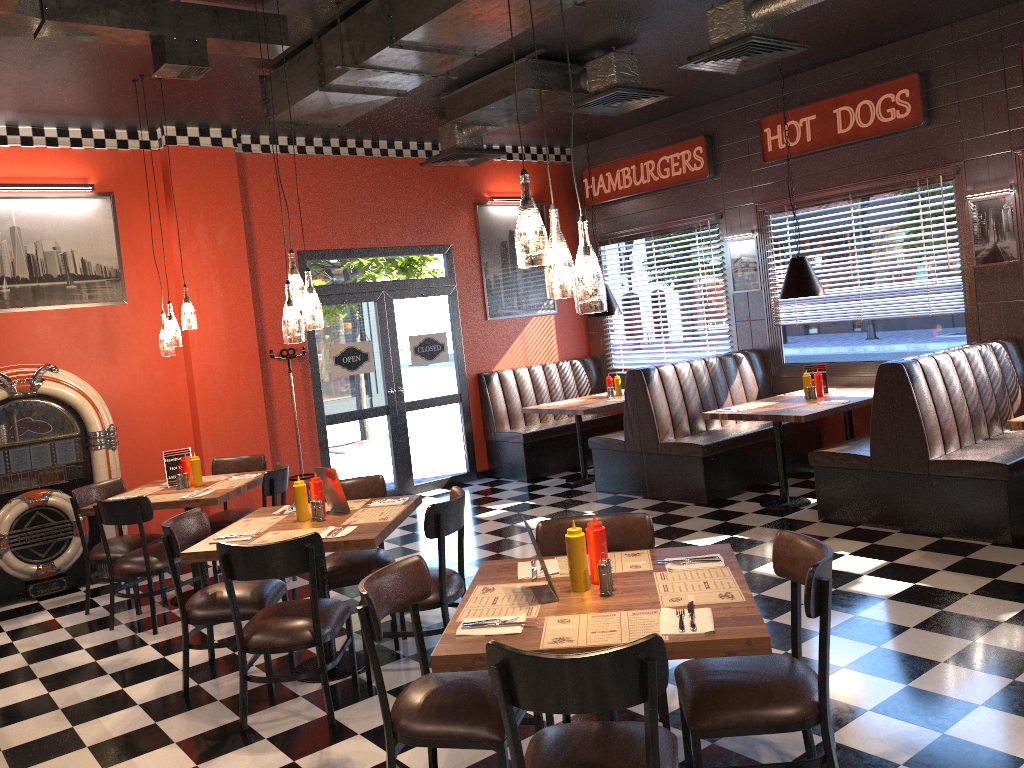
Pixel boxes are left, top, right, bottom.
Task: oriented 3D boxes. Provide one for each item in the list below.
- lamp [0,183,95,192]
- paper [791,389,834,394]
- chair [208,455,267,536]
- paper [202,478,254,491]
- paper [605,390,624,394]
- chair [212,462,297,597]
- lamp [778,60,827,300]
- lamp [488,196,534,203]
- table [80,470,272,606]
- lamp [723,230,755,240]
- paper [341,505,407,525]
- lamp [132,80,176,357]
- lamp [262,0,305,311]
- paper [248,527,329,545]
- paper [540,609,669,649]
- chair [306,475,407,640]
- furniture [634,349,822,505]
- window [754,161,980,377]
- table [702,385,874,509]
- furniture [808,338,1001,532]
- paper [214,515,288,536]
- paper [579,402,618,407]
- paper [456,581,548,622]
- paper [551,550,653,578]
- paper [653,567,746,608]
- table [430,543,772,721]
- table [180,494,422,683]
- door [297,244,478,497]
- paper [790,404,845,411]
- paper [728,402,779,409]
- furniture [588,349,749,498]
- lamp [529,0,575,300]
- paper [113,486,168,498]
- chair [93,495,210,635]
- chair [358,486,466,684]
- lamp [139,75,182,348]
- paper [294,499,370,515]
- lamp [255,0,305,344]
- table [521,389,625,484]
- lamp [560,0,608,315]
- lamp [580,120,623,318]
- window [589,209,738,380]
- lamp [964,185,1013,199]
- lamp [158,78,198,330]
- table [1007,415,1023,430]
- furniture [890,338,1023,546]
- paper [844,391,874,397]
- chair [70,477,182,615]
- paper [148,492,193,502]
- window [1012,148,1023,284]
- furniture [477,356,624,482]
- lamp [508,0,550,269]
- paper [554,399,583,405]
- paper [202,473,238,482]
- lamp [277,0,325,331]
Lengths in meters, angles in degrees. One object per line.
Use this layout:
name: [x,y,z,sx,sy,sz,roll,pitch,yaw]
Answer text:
lamp: [-4.050,-1.534,6.926,1.449,0.056,0.081,-9,5,-37]
paper: [2.668,0.068,7.883,0.366,0.001,0.261,-10,6,-40]
chair: [-2.140,1.013,6.793,0.486,0.866,0.546,-5,3,17]
paper: [-1.982,0.700,6.178,0.261,0.001,0.366,-6,4,7]
paper: [1.156,0.089,9.762,0.366,0.001,0.261,-9,5,-36]
chair: [-1.782,1.022,6.160,0.545,0.866,0.487,-6,2,-5]
lamp: [2.305,-1.736,7.337,0.381,2.041,0.383,-5,2,34]
lamp: [-0.009,-2.092,10.046,0.612,0.056,0.081,-9,5,-37]
table: [-2.261,1.115,6.237,0.959,0.773,0.959,-6,3,8]
lamp: [2.253,-1.479,8.787,0.081,0.056,0.334,-9,5,-37]
paper: [-0.713,0.681,4.618,0.261,0.001,0.366,-6,4,7]
lamp: [-2.552,-1.173,6.276,0.108,1.963,0.109,-5,2,34]
lamp: [-1.241,-1.365,4.673,0.108,1.963,0.109,-6,2,9]
paper: [-1.068,0.742,4.323,0.365,0.001,0.262,-5,4,9]
paper: [0.273,0.725,2.634,0.365,0.001,0.262,-6,4,6]
chair: [-0.913,1.008,5.115,0.487,0.866,0.545,-7,3,-14]
furniture: [2.017,0.323,8.069,1.714,1.152,0.705,-9,4,-37]
window: [3.119,-0.930,7.917,0.128,1.711,2.025,-8,3,-37]
table: [2.550,0.508,7.394,1.697,0.772,0.955,-9,4,-37]
furniture: [3.040,0.314,6.734,1.714,1.152,0.705,-9,4,-37]
paper: [-1.375,0.747,4.688,0.261,0.001,0.366,-6,4,7]
paper: [0.860,0.200,8.725,0.366,0.001,0.261,-10,6,-40]
paper: [-0.025,0.730,2.989,0.261,0.001,0.366,-6,4,9]
paper: [0.335,0.668,3.300,0.365,0.001,0.262,-6,4,6]
paper: [0.610,0.667,2.925,0.261,0.001,0.366,-6,4,6]
table: [0.339,1.081,2.983,0.959,0.773,0.959,-6,3,8]
table: [-1.008,1.101,4.645,0.959,0.773,0.959,-6,3,8]
door: [-1.214,-0.117,9.065,1.805,2.568,0.128,-8,3,-37]
paper: [2.361,0.180,6.850,0.366,0.001,0.261,-9,5,-36]
paper: [2.016,0.176,7.397,0.366,0.001,0.261,-9,5,-35]
furniture: [1.588,0.327,8.628,1.714,1.152,0.705,-9,4,-37]
lamp: [0.069,-1.267,3.002,0.108,1.963,0.108,-6,2,5]
paper: [-2.616,0.762,6.254,0.261,0.001,0.366,-5,4,10]
chair: [-2.354,1.115,5.755,0.485,0.866,0.546,-5,3,27]
chair: [-0.461,1.004,4.517,0.544,0.866,0.487,-6,2,12]
lamp: [-2.473,-1.234,6.186,0.108,1.963,0.108,-6,2,5]
paper: [-1.001,0.686,4.960,0.365,0.001,0.262,-6,4,6]
lamp: [-1.216,-1.183,4.503,0.109,1.963,0.108,-7,2,-26]
table: [1.091,0.521,9.296,1.697,0.772,0.955,-9,4,-37]
lamp: [0.161,-1.211,2.916,0.109,1.963,0.108,-7,2,-26]
lamp: [0.856,-1.723,9.226,0.381,2.041,0.383,-6,2,11]
window: [1.666,-0.917,9.812,0.128,1.711,2.025,-8,3,-37]
lamp: [3.708,-1.492,6.890,0.081,0.056,0.334,-9,5,-37]
lamp: [-2.396,-1.362,6.277,0.108,1.963,0.108,-6,2,-5]
table: [3.993,0.495,5.511,1.697,0.772,0.955,-9,4,-37]
furniture: [3.469,0.310,6.174,1.714,1.152,0.705,-9,4,-37]
paper: [2.964,0.079,7.318,0.366,0.001,0.261,-9,5,-37]
chair: [-2.733,1.120,6.227,0.544,0.866,0.488,-5,2,17]
paper: [-2.325,0.758,5.893,0.365,0.001,0.262,-6,4,7]
window: [4.571,-0.943,6.023,0.128,1.711,2.025,-8,3,-37]
furniture: [0.565,0.336,9.962,1.714,1.152,0.705,-9,4,-37]
lamp: [-0.032,-1.362,2.904,0.108,1.963,0.109,-5,2,25]
paper: [0.558,0.190,9.288,0.366,0.001,0.261,-9,5,-37]
paper: [-2.251,0.700,6.558,0.365,0.001,0.262,-6,4,7]
lamp: [-1.134,-1.257,4.587,0.108,1.963,0.109,-5,2,35]
